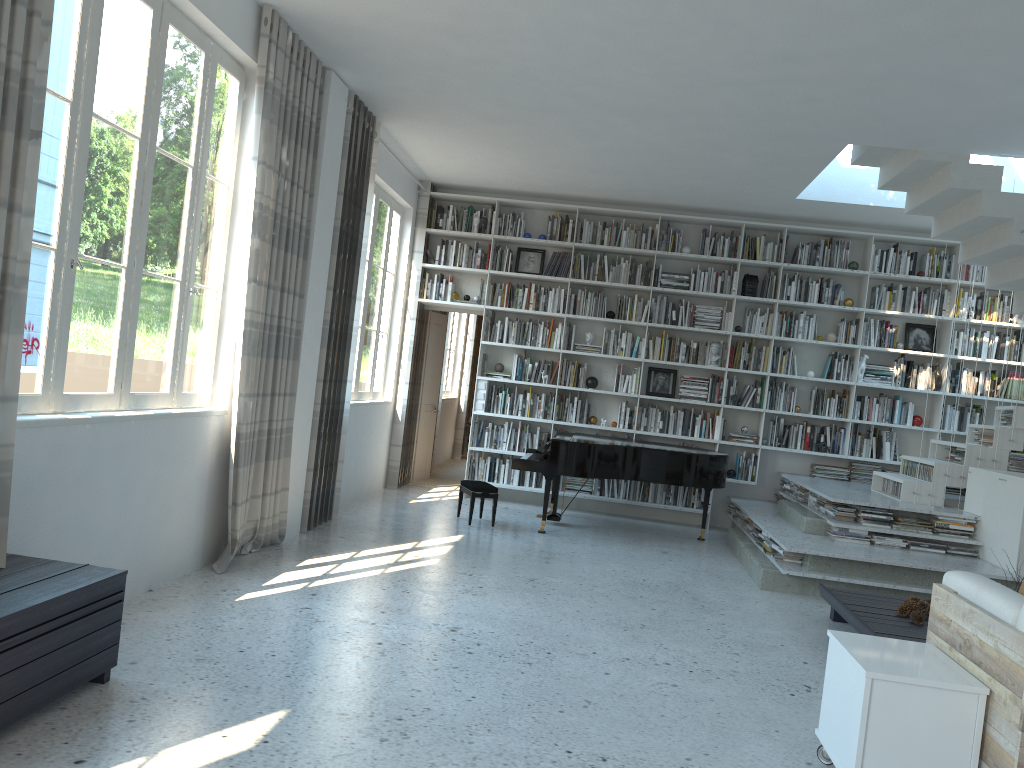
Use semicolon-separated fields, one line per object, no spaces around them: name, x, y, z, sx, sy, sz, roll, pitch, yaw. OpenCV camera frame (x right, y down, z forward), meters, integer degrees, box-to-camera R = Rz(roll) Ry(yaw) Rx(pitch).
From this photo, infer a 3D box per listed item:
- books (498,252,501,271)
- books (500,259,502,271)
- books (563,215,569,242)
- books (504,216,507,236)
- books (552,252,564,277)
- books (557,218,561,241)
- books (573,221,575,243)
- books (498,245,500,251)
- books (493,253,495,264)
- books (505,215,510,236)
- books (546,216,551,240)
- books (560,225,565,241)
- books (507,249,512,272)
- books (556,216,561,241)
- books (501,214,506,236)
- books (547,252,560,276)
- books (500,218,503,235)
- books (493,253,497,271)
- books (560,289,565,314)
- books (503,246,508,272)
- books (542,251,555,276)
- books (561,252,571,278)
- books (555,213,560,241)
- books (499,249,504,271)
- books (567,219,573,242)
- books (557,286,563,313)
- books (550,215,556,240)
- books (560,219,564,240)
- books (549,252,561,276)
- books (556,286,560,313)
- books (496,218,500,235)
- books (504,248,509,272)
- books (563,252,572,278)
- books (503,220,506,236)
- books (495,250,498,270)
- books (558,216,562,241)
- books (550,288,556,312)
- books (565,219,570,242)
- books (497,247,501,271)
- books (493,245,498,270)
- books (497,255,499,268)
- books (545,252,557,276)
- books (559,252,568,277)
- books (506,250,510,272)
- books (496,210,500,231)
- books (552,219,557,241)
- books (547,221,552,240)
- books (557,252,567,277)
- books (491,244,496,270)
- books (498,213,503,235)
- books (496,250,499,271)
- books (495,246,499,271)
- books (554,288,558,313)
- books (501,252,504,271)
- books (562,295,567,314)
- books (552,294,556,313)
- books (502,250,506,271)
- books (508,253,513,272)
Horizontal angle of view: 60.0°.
books;-0.117;-1.290;9.362;0.010;0.249;0.166;7;1;6
books;-0.102;-1.271;9.380;0.012;0.214;0.132;7;1;6
books;0.563;-1.605;9.273;0.025;0.297;0.163;7;1;6
books;-0.058;-1.640;9.349;0.013;0.225;0.177;7;1;6
books;0.486;-1.235;9.289;0.097;0.282;0.174;7;1;6
books;0.495;-1.596;9.285;0.010;0.263;0.156;7;1;6
books;0.648;-1.572;9.289;0.039;0.252;0.146;7;1;6
books;-0.144;-1.313;9.368;0.006;0.289;0.144;7;1;6
books;-0.184;-1.289;9.390;0.006;0.233;0.136;7;1;6
books;-0.043;-1.648;9.352;0.016;0.243;0.156;7;1;6
books;0.381;-1.616;9.317;0.013;0.278;0.151;7;1;6
books;0.533;-1.555;9.287;0.027;0.190;0.177;7;1;6
books;-0.024;-1.282;9.343;0.012;0.255;0.166;7;1;6
books;0.486;-1.607;9.298;0.013;0.283;0.166;7;1;6
books;-0.086;-1.656;9.354;0.012;0.249;0.180;7;1;6
books;0.434;-1.239;9.296;0.110;0.279;0.174;7;1;6
books;-0.110;-1.639;9.365;0.032;0.210;0.158;7;1;6
books;-0.169;-1.273;9.369;0.015;0.207;0.172;7;1;6
books;0.528;-0.853;9.284;0.035;0.264;0.177;7;1;6
books;-0.064;-1.300;9.349;0.005;0.281;0.190;7;1;6
books;0.391;-1.244;9.310;0.110;0.279;0.174;7;1;6
books;0.567;-1.229;9.300;0.078;0.286;0.174;7;1;6
books;0.477;-1.627;9.314;0.014;0.321;0.136;7;1;6
books;-0.113;-1.288;9.340;0.004;0.246;0.189;7;1;6
books;0.611;-1.578;9.278;0.031;0.254;0.178;7;1;6
books;0.501;-0.869;9.290;0.022;0.289;0.169;7;1;6
books;0.425;-1.612;9.295;0.024;0.280;0.187;7;1;6
books;0.520;-1.589;9.313;0.013;0.254;0.129;7;1;6
books;0.459;-1.236;9.312;0.110;0.279;0.174;7;1;6
books;0.484;-0.872;9.280;0.012;0.291;0.182;7;1;6
books;-0.142;-1.640;9.363;0.017;0.204;0.142;7;1;6
books;-0.052;-1.287;9.338;0.023;0.258;0.183;7;1;6
books;0.587;-1.227;9.284;0.078;0.286;0.174;7;1;6
books;-0.073;-1.627;9.367;0.017;0.194;0.129;7;1;6
books;-0.158;-1.289;9.367;0.005;0.238;0.154;7;1;6
books;0.506;-1.600;9.285;0.011;0.274;0.183;7;1;6
books;0.429;-0.864;9.293;0.022;0.263;0.174;7;1;6
books;0.587;-1.584;9.294;0.022;0.260;0.152;7;1;6
books;-0.127;-1.296;9.354;0.009;0.260;0.184;7;1;6
books;-0.176;-1.315;9.365;0.006;0.287;0.148;7;1;6
books;-0.137;-1.274;9.341;0.004;0.214;0.186;7;1;6
books;0.414;-1.241;9.317;0.110;0.279;0.174;7;1;6
books;0.545;-1.232;9.307;0.078;0.286;0.174;7;1;6
books;-0.035;-1.281;9.345;0.011;0.250;0.168;7;1;6
books;-0.148;-1.681;9.372;0.007;0.285;0.159;7;1;6
books;0.449;-1.594;9.291;0.028;0.249;0.155;7;1;6
books;0.396;-1.585;9.303;0.028;0.218;0.153;7;1;6
books;0.522;-1.234;9.305;0.078;0.286;0.174;7;1;6
books;-0.190;-1.320;9.356;0.005;0.293;0.184;7;1;6
books;-0.126;-1.665;9.367;0.007;0.259;0.156;7;1;6
books;-0.142;-1.282;9.352;0.009;0.228;0.184;7;1;6
books;-0.150;-1.308;9.366;0.005;0.277;0.146;7;1;6
books;0.467;-0.861;9.310;0.024;0.266;0.155;7;1;6
books;-0.091;-1.271;9.343;0.018;0.219;0.186;7;1;6
books;0.558;-0.819;9.256;0.039;0.202;0.236;7;1;6
books;0.444;-0.834;9.304;0.013;0.206;0.172;7;1;6
books;-0.077;-1.282;9.352;0.019;0.244;0.153;7;1;6
books;-0.015;-1.260;9.334;0.012;0.214;0.185;7;1;6
